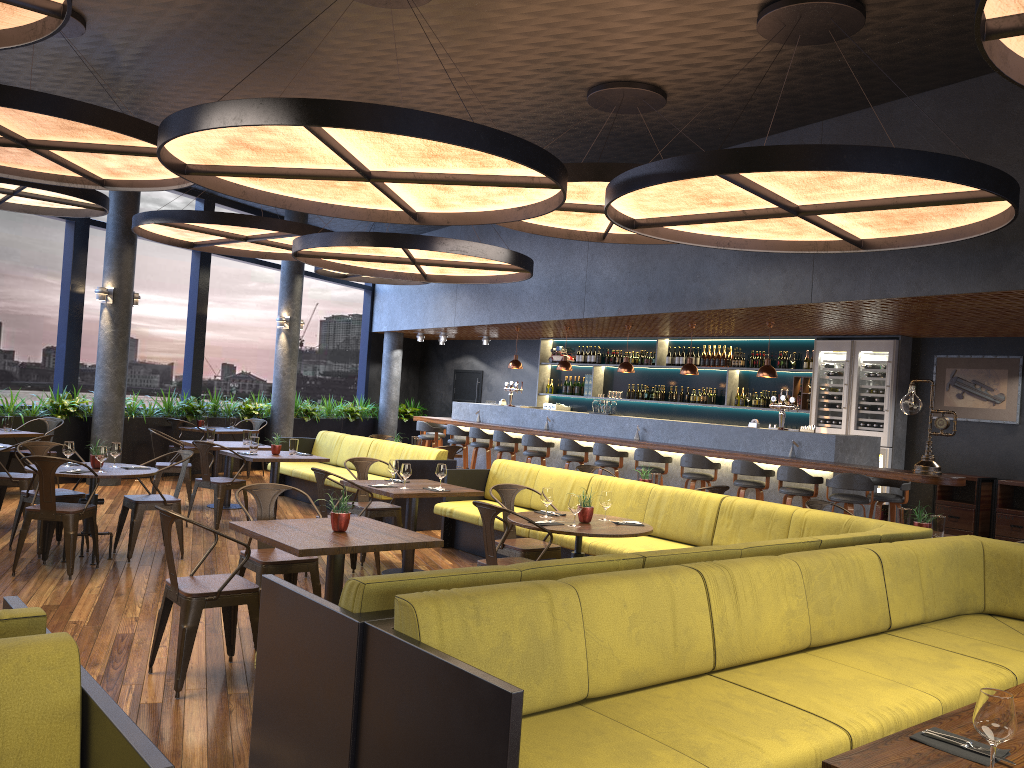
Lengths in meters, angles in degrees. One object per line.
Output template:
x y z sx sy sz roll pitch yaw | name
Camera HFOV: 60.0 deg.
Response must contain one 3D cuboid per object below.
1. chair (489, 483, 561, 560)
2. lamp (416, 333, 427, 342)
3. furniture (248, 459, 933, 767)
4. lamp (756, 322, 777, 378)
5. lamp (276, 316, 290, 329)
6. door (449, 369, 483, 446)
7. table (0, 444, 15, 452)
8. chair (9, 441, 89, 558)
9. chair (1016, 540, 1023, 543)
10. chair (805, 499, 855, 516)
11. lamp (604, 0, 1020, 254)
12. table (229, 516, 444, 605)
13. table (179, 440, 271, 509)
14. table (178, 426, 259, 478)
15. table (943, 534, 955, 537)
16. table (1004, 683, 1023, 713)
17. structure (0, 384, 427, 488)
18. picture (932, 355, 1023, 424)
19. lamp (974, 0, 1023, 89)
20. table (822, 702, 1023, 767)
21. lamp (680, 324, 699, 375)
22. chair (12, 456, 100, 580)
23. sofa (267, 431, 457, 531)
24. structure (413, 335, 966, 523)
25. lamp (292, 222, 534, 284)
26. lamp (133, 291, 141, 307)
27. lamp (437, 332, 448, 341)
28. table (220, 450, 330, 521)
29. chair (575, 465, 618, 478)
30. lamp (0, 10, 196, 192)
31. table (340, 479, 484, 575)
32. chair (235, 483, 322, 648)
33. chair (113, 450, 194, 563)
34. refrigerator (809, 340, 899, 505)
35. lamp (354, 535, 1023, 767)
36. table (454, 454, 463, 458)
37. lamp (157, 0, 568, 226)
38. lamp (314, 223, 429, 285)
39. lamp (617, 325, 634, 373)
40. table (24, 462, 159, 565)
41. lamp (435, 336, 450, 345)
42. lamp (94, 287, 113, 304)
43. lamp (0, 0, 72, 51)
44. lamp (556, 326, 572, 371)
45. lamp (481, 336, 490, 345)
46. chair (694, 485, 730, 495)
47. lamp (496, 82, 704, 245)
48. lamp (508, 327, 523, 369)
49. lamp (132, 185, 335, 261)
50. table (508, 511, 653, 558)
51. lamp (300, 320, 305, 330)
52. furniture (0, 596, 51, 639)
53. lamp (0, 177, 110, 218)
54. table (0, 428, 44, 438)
0.086 1.236 6.654 0.504 0.917 0.541 4 -1 -39 | chair
-1.848 -0.949 17.917 0.228 0.172 0.228 4 -1 -39 | lamp
0.720 1.269 5.237 4.895 0.914 7.462 5 -1 -44 | furniture
3.149 -0.420 10.878 0.250 0.673 0.250 4 -1 -7 | lamp
-3.930 -1.057 15.098 0.215 0.215 0.189 4 -1 11 | lamp
-0.983 0.725 18.937 0.137 2.056 1.012 4 -1 -39 | door
-5.329 0.962 8.435 1.007 0.760 1.007 3 -1 44 | table
-3.951 0.969 7.595 0.541 0.917 0.504 4 -1 32 | chair
3.393 1.458 6.103 0.504 0.917 0.541 4 -1 -39 | chair
2.604 1.414 7.066 0.504 0.917 0.541 4 -1 -39 | chair
2.110 -1.916 6.410 2.778 1.475 2.778 4 -1 -35 | lamp
-1.039 1.222 5.076 0.887 0.763 0.906 4 -1 -40 | table
-3.480 1.115 10.828 0.906 0.763 0.887 4 -1 -40 | table
-4.567 1.070 13.643 0.887 0.763 0.906 4 -1 25 | table
2.989 1.515 6.580 0.887 0.763 0.906 4 -1 -40 | table
2.063 1.410 2.713 0.906 0.763 0.887 4 -1 -40 | table
-5.417 0.682 13.206 0.808 1.413 17.112 4 -1 26 | structure
5.676 0.054 10.866 0.028 0.809 1.039 4 -1 -39 | picture
2.900 -1.903 2.475 2.778 1.475 2.778 4 -1 -39 | lamp
1.369 1.356 2.135 0.906 0.763 0.887 4 -1 -40 | table
2.384 -0.462 11.813 0.250 0.673 0.250 4 -1 -7 | lamp
-3.483 0.993 6.813 0.504 0.917 0.541 4 -1 0 | chair
-2.004 1.144 11.165 0.966 0.914 3.061 4 -1 -39 | sofa
2.271 0.561 12.858 2.700 2.700 9.298 4 -1 -39 | structure
-1.091 -2.094 10.350 2.778 1.475 2.778 4 -1 15 | lamp
-5.294 -1.179 12.409 0.215 0.215 0.189 4 -1 26 | lamp
-1.333 -0.921 17.261 0.228 0.172 0.228 4 -1 -39 | lamp
-2.658 1.161 9.827 0.887 0.763 0.906 4 -1 -40 | table
0.907 1.320 9.161 0.504 0.917 0.541 4 -1 -39 | chair
-3.991 -2.503 7.360 2.778 1.159 2.778 4 -1 28 | lamp
-0.893 1.259 7.651 0.906 0.763 0.887 4 -1 -40 | table
-1.491 1.117 5.612 0.504 0.917 0.541 4 -1 -39 | chair
-3.077 1.030 7.677 0.541 0.917 0.504 4 -1 -39 | chair
4.590 0.477 11.853 0.454 2.109 1.159 4 -1 -39 | refrigerator
3.976 0.585 4.760 9.057 2.714 3.017 4 -1 -39 | lamp
-1.307 1.275 11.773 0.906 0.763 0.887 4 -1 -40 | table
-0.955 -2.128 6.246 2.778 1.475 2.778 4 -1 10 | lamp
-2.321 -2.365 15.109 1.979 1.093 1.979 4 -1 14 | lamp
1.653 -0.503 12.704 0.250 0.673 0.250 4 -1 -7 | lamp
-3.488 1.077 7.338 1.007 0.760 1.007 3 -1 38 | table
-1.472 -0.915 18.708 0.228 0.172 0.228 4 -1 -39 | lamp
-5.499 -1.199 11.884 0.215 0.215 0.189 4 -1 18 | lamp
-3.335 -2.497 3.687 2.778 1.159 2.778 3 -1 41 | lamp
0.830 -0.549 13.708 0.250 0.673 0.250 4 -1 -7 | lamp
-0.515 -0.862 17.540 0.228 0.172 0.228 4 -1 -39 | lamp
1.695 1.364 8.199 0.504 0.917 0.541 4 -1 -39 | chair
1.045 -2.146 8.375 2.778 1.159 2.778 4 -1 11 | lamp
0.075 -0.591 14.630 0.250 0.673 0.250 3 -1 38 | lamp
-3.460 -2.420 11.684 2.778 1.159 2.778 4 -1 -4 | lamp
0.447 1.335 6.156 1.007 0.760 1.007 4 -1 -2 | table
-3.747 -1.038 15.631 0.215 0.215 0.189 4 -1 30 | lamp
-3.958 0.924 3.125 3.372 0.914 4.503 4 -1 -39 | furniture
-5.640 -2.646 10.106 1.979 1.093 1.979 4 -1 14 | lamp
-6.165 0.925 10.291 0.887 0.763 0.906 4 -1 25 | table
